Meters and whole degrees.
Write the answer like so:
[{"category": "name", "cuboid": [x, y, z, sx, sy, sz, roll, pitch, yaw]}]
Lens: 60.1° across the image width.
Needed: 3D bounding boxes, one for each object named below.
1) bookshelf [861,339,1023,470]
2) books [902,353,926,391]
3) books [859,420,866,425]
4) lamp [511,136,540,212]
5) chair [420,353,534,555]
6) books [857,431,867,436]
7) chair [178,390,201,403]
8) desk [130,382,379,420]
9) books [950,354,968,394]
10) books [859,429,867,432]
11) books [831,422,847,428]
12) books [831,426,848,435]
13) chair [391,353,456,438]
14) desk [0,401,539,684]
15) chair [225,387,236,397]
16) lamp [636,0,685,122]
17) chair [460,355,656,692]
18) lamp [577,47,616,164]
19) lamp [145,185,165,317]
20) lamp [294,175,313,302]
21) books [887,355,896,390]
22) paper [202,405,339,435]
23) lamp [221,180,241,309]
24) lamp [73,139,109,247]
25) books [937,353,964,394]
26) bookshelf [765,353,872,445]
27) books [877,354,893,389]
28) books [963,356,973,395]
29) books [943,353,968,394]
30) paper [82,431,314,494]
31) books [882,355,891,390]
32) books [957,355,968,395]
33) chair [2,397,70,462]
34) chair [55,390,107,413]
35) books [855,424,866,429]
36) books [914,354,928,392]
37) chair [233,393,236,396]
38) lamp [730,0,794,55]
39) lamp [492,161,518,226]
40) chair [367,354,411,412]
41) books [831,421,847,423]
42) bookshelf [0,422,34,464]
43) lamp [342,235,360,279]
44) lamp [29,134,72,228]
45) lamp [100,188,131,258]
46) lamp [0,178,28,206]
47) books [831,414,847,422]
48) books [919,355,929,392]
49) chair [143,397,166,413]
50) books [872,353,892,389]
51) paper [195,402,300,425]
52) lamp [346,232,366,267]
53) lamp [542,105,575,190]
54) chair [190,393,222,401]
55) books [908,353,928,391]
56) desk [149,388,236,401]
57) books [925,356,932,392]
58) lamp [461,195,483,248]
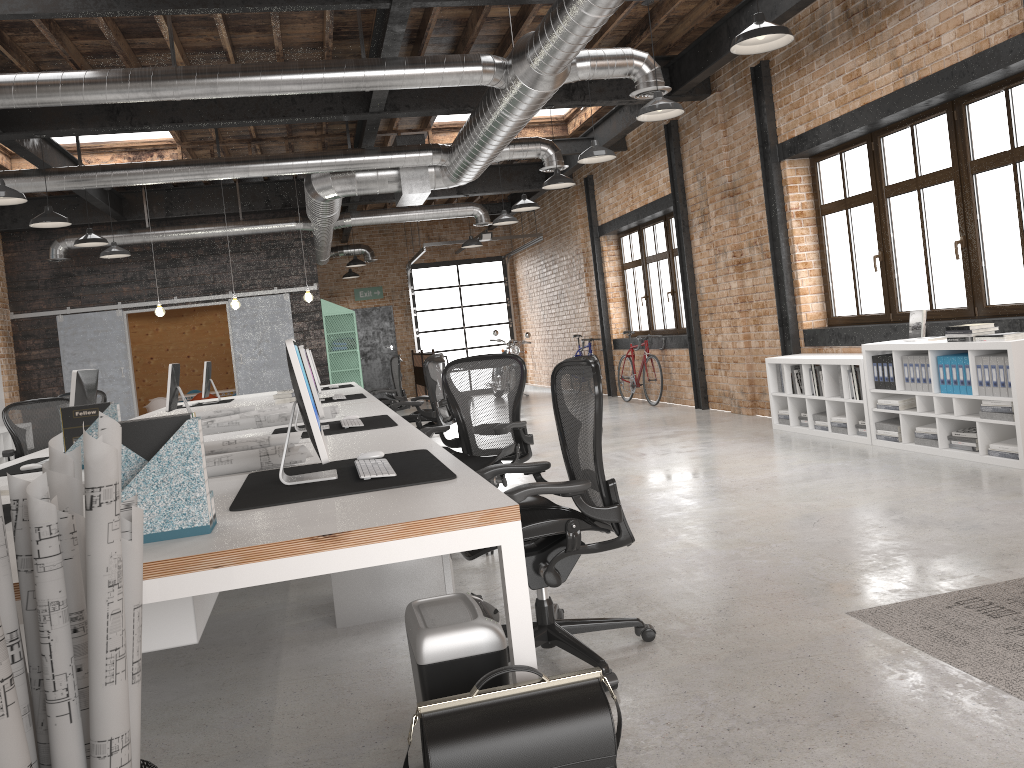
[{"category": "bookshelf", "cuboid": [3.158, 0.087, 6.274, 0.400, 0.799, 1.544, -7, 3, -12]}, {"category": "books", "cuboid": [3.036, -0.092, 6.592, 0.232, 0.261, 0.062, -7, 1, -12]}, {"category": "books", "cuboid": [2.952, 0.298, 7.137, 0.199, 0.054, 0.240, -7, 3, -12]}, {"category": "lamp", "cuboid": [0.091, -2.844, 10.987, 0.362, 1.362, 0.362, -6, 1, -5]}, {"category": "chair", "cuboid": [-0.193, 0.379, 5.251, 0.769, 1.085, 0.794, -6, 1, 11]}, {"category": "books", "cuboid": [2.945, 0.388, 7.161, 0.184, 0.049, 0.261, -7, 3, -12]}, {"category": "chair", "cuboid": [-6.127, 0.509, 17.108, 0.619, 0.777, 0.580, -7, 2, -17]}, {"category": "desk", "cuboid": [-2.707, 0.574, 9.471, 2.315, 0.769, 5.111, -7, 3, -12]}, {"category": "books", "cuboid": [3.136, -0.074, 6.076, 0.232, 0.261, 0.062, -7, 1, -12]}, {"category": "books", "cuboid": [2.937, 0.360, 7.145, 0.164, 0.047, 0.239, -7, 3, -12]}, {"category": "books", "cuboid": [2.848, 0.322, 7.450, 0.207, 0.067, 0.275, -7, 3, -12]}, {"category": "books", "cuboid": [2.859, 0.371, 7.459, 0.217, 0.072, 0.289, -7, 3, -12]}, {"category": "chair", "cuboid": [-0.868, 0.280, 8.253, 0.792, 1.085, 0.771, -6, 1, -4]}, {"category": "desk", "cuboid": [-1.609, 0.741, 4.471, 2.315, 0.769, 5.111, -7, 3, -12]}, {"category": "chair", "cuboid": [-5.252, 0.400, 17.302, 0.619, 0.777, 0.580, -7, 2, -17]}, {"category": "lamp", "cuboid": [1.069, -2.447, 6.668, 0.362, 0.856, 0.362, -6, 1, 5]}, {"category": "chair", "cuboid": [0.097, 0.465, 3.212, 0.794, 1.085, 0.769, -7, 2, -29]}, {"category": "lamp", "cuboid": [0.708, -2.750, 8.181, 0.363, 1.362, 0.361, -7, 1, -40]}, {"category": "lamp", "cuboid": [-4.538, -1.683, 11.193, 0.124, 1.677, 0.123, -7, 0, -14]}, {"category": "lamp", "cuboid": [-2.752, -1.906, 11.589, 0.124, 1.677, 0.123, -7, 0, -14]}, {"category": "books", "cuboid": [2.994, -0.097, 6.755, 0.232, 0.261, 0.062, -7, 1, -12]}, {"category": "paper", "cuboid": [-1.680, 0.251, 5.711, 1.136, 0.082, 0.083, -7, 2, -18]}, {"category": "lamp", "cuboid": [-3.645, -1.795, 11.391, 0.124, 1.677, 0.123, -7, 0, -14]}, {"category": "lamp", "cuboid": [-4.783, -2.234, 9.906, 0.362, 1.362, 0.362, -6, 1, -5]}, {"category": "books", "cuboid": [3.109, -0.078, 6.202, 0.232, 0.261, 0.062, -7, 1, -12]}, {"category": "bookshelf", "cuboid": [2.826, 0.094, 7.791, 0.400, 0.684, 1.544, -7, 3, -12]}, {"category": "books", "cuboid": [2.966, -0.101, 6.882, 0.232, 0.261, 0.062, -7, 1, -12]}, {"category": "books", "cuboid": [3.164, -0.069, 5.949, 0.232, 0.261, 0.062, -7, 1, -12]}, {"category": "books", "cuboid": [3.123, -0.076, 6.140, 0.232, 0.261, 0.062, -7, 1, -12]}, {"category": "paper", "cuboid": [-1.388, 0.324, 3.905, 0.977, 0.105, 1.075, -7, 3, -15]}, {"category": "books", "cuboid": [2.980, -0.099, 6.818, 0.232, 0.261, 0.062, -7, 1, -12]}, {"category": "books", "cuboid": [3.150, -0.072, 6.013, 0.232, 0.261, 0.062, -7, 1, -12]}, {"category": "chair", "cuboid": [-4.025, 0.666, 7.707, 0.773, 1.085, 0.790, -8, 2, -44]}, {"category": "chair", "cuboid": [-4.881, 0.607, 10.369, 0.791, 1.085, 0.773, -6, 2, 26]}, {"category": "books", "cuboid": [2.955, 0.329, 7.162, 0.222, 0.055, 0.282, -7, 3, -12]}, {"category": "books", "cuboid": [3.064, -0.088, 6.467, 0.232, 0.261, 0.062, -7, 1, -12]}, {"category": "chair", "cuboid": [-4.582, 0.434, 15.424, 0.619, 0.777, 0.580, -7, 2, -17]}, {"category": "lamp", "cuboid": [1.376, -2.648, 5.141, 0.362, 1.362, 0.362, -6, 1, 5]}, {"category": "lamp", "cuboid": [-0.139, -2.632, 12.165, 0.362, 0.856, 0.362, -6, 1, 5]}, {"category": "chair", "cuboid": [-1.582, 0.203, 10.945, 0.794, 1.085, 0.769, -7, 2, -34]}, {"category": "books", "cuboid": [2.850, 0.295, 7.443, 0.219, 0.039, 0.260, -7, 3, -12]}, {"category": "bookshelf", "cuboid": [-6.953, 0.944, 12.033, 0.400, 0.684, 1.544, -7, 3, -12]}, {"category": "lamp", "cuboid": [-3.403, -2.866, 18.315, 0.363, 1.338, 0.361, -7, 1, -35]}, {"category": "lamp", "cuboid": [-4.422, -1.931, 8.393, 0.362, 0.856, 0.362, -6, 1, -5]}, {"category": "lamp", "cuboid": [-5.013, -2.022, 11.085, 0.362, 0.856, 0.362, -6, 1, 5]}, {"category": "lamp", "cuboid": [-4.167, -2.140, 7.100, 0.362, 1.362, 0.361, -7, 1, -20]}, {"category": "books", "cuboid": [2.848, 0.278, 7.439, 0.215, 0.051, 0.252, -7, 3, -12]}, {"category": "books", "cuboid": [3.078, -0.086, 6.404, 0.232, 0.261, 0.062, -7, 1, -12]}, {"category": "chair", "cuboid": [-5.943, 0.604, 15.122, 0.619, 0.777, 0.580, -7, 2, -17]}, {"category": "books", "cuboid": [2.953, -0.104, 6.944, 0.232, 0.261, 0.062, -7, 1, -12]}, {"category": "paper", "cuboid": [-2.219, 0.236, 7.017, 1.073, 0.105, 0.979, -3, 4, 42]}, {"category": "lamp", "cuboid": [-2.873, -2.785, 15.903, 0.363, 1.338, 0.361, -7, 1, -35]}, {"category": "lamp", "cuboid": [0.452, -2.541, 9.474, 0.361, 0.856, 0.362, -6, 1, 10]}, {"category": "chair", "cuboid": [-5.258, 0.518, 15.274, 0.619, 0.777, 0.580, -7, 2, -17]}, {"category": "books", "cuboid": [3.050, -0.090, 6.530, 0.232, 0.261, 0.062, -7, 1, -12]}, {"category": "desk", "cuboid": [-5.508, 0.515, 16.209, 2.001, 0.731, 0.998, -7, 2, -12]}, {"category": "books", "cuboid": [3.092, -0.084, 6.340, 0.232, 0.261, 0.062, -7, 1, -12]}, {"category": "lamp", "cuboid": [-0.715, -2.720, 14.789, 0.363, 0.856, 0.361, -7, 1, -35]}]
